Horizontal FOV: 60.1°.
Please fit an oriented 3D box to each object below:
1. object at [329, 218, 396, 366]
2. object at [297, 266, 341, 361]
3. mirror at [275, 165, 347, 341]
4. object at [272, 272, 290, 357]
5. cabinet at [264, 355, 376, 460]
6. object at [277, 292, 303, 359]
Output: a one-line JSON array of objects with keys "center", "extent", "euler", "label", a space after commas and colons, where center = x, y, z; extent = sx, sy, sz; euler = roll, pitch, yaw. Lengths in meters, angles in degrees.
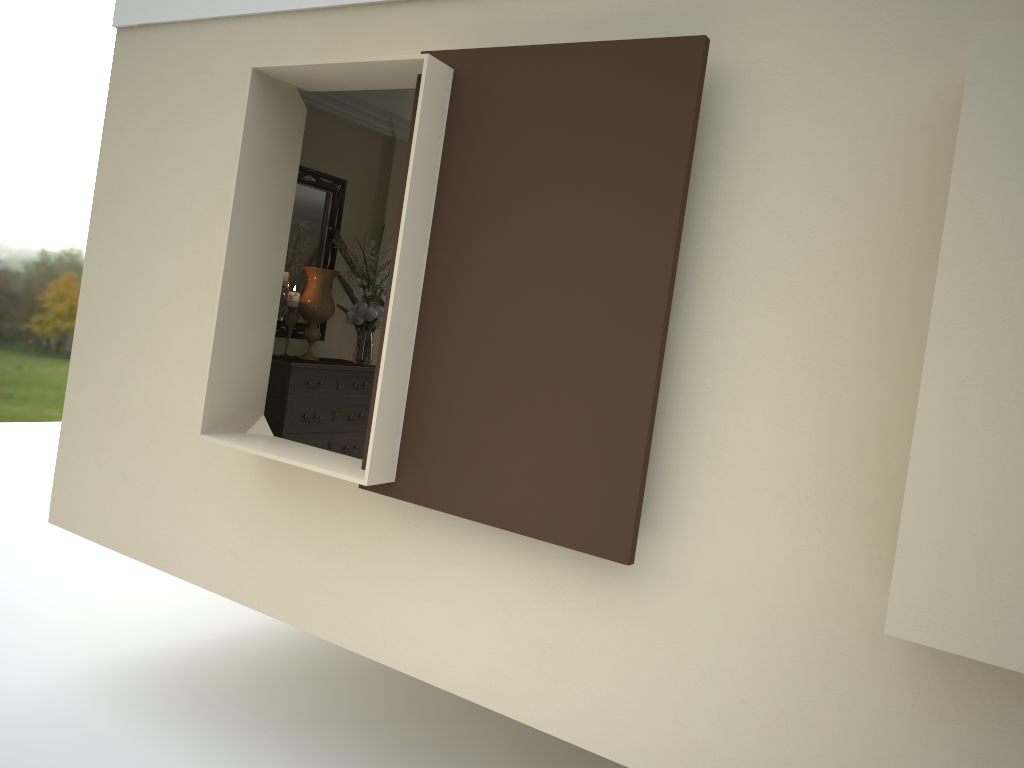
[{"center": [-0.906, -0.549, 5.302], "extent": [0.608, 0.851, 0.559], "euler": [10, 2, 45], "label": "object"}, {"center": [-1.132, -0.402, 5.089], "extent": [0.222, 0.522, 0.221], "euler": [9, 1, 27], "label": "object"}, {"center": [-1.247, -0.761, 5.165], "extent": [0.035, 0.993, 0.599], "euler": [8, 1, 32], "label": "mirror"}, {"center": [-1.293, -0.389, 4.833], "extent": [0.103, 0.470, 0.102], "euler": [8, 1, 22], "label": "object"}, {"center": [-1.166, 0.268, 5.077], "extent": [0.429, 0.812, 0.822], "euler": [9, 2, 32], "label": "cabinet"}, {"center": [-1.238, -0.334, 4.936], "extent": [0.103, 0.373, 0.102], "euler": [8, 1, 22], "label": "object"}]
